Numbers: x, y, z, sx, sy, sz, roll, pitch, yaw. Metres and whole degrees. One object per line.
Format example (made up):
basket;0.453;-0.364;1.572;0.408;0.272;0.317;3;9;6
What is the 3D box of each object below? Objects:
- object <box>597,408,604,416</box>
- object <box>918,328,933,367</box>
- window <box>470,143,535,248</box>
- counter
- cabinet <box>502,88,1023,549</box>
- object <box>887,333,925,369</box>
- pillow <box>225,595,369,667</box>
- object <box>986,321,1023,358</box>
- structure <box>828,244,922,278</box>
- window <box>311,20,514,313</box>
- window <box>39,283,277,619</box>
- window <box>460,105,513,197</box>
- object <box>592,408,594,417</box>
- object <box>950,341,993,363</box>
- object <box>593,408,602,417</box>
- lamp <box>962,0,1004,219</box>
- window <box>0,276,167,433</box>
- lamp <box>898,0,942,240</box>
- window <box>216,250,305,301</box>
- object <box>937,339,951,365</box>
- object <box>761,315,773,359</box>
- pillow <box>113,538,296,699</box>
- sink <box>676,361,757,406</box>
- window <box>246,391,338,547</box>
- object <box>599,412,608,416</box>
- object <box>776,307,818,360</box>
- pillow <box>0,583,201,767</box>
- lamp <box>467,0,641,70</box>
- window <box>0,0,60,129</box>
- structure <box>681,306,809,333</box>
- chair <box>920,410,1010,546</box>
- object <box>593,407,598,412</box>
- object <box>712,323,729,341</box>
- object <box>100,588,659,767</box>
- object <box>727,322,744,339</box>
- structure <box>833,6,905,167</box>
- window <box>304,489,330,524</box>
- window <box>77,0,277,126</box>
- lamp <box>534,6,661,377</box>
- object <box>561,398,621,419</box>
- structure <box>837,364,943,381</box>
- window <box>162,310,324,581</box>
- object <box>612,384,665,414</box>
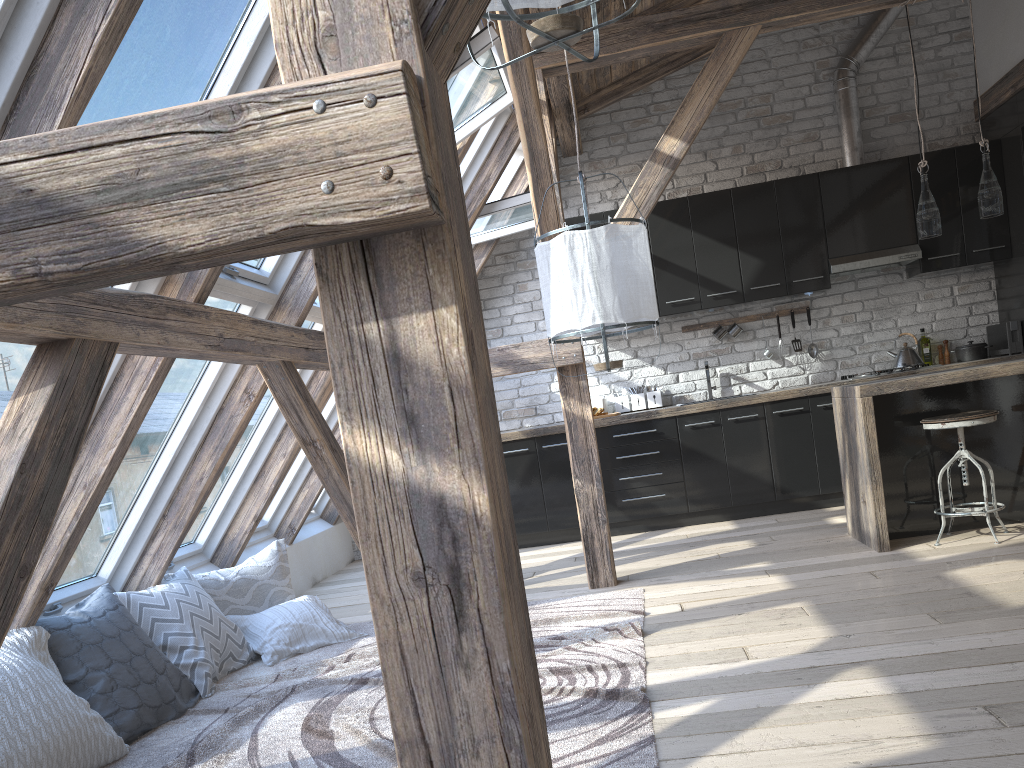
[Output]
object;0.633;0.201;6.342;0.072;0.055;0.083;-9;0;-17
object;2.993;-0.263;6.355;0.089;0.285;0.081;-9;5;3
window;-0.445;-1.017;5.975;1.524;1.287;0.847;-9;3;7
counter;1.625;0.498;5.555;3.821;0.858;2.227;-9;-1;7
cabinet;1.707;-0.355;5.522;4.224;2.529;2.074;-9;2;8
object;2.736;-0.238;6.110;0.221;0.237;0.221;-9;2;-3
pillow;-1.069;1.202;4.334;0.530;0.244;0.478;-8;-1;-41
object;3.445;-0.312;6.158;0.088;0.228;0.349;-8;0;7
structure;2.524;-0.863;6.227;0.601;0.104;0.366;-9;-1;7
window;-0.652;-1.046;4.157;1.409;1.287;0.847;-9;3;7
window;-1.509;0.271;3.483;1.099;1.287;0.847;-8;3;7
window;-0.494;-1.040;5.058;1.099;1.287;0.847;-8;3;7
object;0.527;0.201;6.312;0.089;0.088;0.086;-9;2;-16
object;3.256;-0.236;6.237;0.248;0.142;0.207;-9;0;6
object;0.610;0.202;6.324;0.072;0.058;0.083;-9;0;-17
lamp;2.269;-1.446;4.255;0.109;1.248;0.236;-7;5;19
window;-1.619;0.257;2.576;1.099;1.287;0.847;-8;3;7
lamp;1.987;-1.376;4.289;0.109;1.299;0.222;-8;5;9
window;-0.713;-1.067;3.242;1.099;1.287;0.847;-8;3;7
object;3.122;-0.233;6.363;0.080;0.185;0.039;-7;5;20
object;1.873;-0.346;6.494;0.071;0.329;0.065;-8;5;7
pillow;-1.420;1.113;4.231;0.503;0.537;1.145;-8;-1;12
sink;1.454;0.087;6.348;0.527;0.519;0.510;-9;2;7
window;-1.290;0.298;5.299;1.099;1.287;0.847;-8;3;7
object;0.662;0.217;6.357;0.068;0.017;0.077;-8;-2;-15
object;2.080;-0.358;6.436;0.283;0.384;0.069;-8;5;8
pillow;-1.598;1.075;3.149;0.469;0.566;1.264;-8;-1;8
lamp;-0.009;-1.300;1.636;0.405;1.315;0.398;-10;5;-17
window;-0.932;-1.095;1.427;1.099;1.287;0.847;-8;3;7
structure;1.727;-0.480;6.506;0.934;0.046;0.081;-9;0;8
chair;2.273;0.465;4.410;0.356;0.641;0.349;-6;5;41
object;0.589;0.203;6.378;0.074;0.067;0.079;-9;1;-21
object;1.543;-0.388;6.524;0.118;0.140;0.092;-8;3;9
object;-0.610;1.160;3.055;2.193;0.057;3.167;-9;-2;7
object;1.649;-0.405;6.502;0.118;0.140;0.092;-8;3;24
structure;2.747;-2.210;6.147;0.985;1.295;0.168;-8;5;8
window;-1.181;0.312;6.207;1.099;1.287;0.847;-8;3;7
window;-0.822;-1.081;2.335;1.099;1.287;0.847;-8;3;7
lamp;0.214;-0.985;3.138;0.402;1.911;0.401;-13;6;-41
object;0.575;0.191;6.481;0.380;0.134;0.589;-9;-2;-5
structure;2.629;-0.084;6.191;0.607;0.032;0.493;-9;-2;7
window;-1.400;0.284;4.391;1.099;1.287;0.847;-8;3;7
object;0.951;0.103;6.618;0.406;0.202;0.146;-9;3;9
